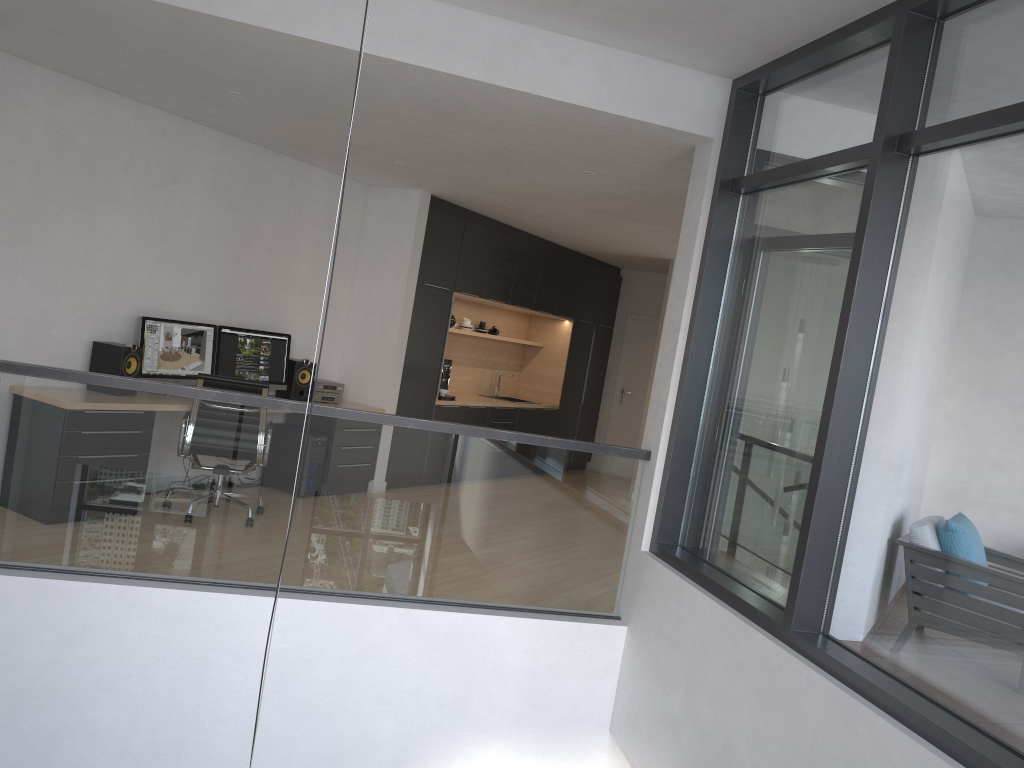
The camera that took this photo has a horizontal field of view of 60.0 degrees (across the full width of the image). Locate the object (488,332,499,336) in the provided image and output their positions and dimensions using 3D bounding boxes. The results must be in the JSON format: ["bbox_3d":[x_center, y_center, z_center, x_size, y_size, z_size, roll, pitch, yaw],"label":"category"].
[{"bbox_3d":[-0.215,-0.566,10.035,0.145,0.025,0.145,11,3,32],"label":"object"}]

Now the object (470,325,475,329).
[{"bbox_3d":[-0.477,-0.618,9.694,0.099,0.057,0.095,11,3,27],"label":"object"}]

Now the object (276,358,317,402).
[{"bbox_3d":[-1.807,-0.050,7.442,0.198,0.354,0.249,7,4,-45],"label":"object"}]

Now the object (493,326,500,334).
[{"bbox_3d":[-0.185,-0.613,10.062,0.100,0.093,0.066,12,4,39],"label":"object"}]

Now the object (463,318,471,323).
[{"bbox_3d":[-0.484,-0.666,9.450,0.098,0.075,0.095,12,4,41],"label":"object"}]

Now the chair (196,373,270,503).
[{"bbox_3d":[-2.009,0.418,6.154,0.664,0.991,0.699,9,3,-9],"label":"chair"}]

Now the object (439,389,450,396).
[{"bbox_3d":[-0.678,0.084,8.730,0.099,0.057,0.095,11,3,32],"label":"object"}]

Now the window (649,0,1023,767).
[{"bbox_3d":[1.606,-0.087,2.080,0.170,2.402,5.002,9,3,-15],"label":"window"}]

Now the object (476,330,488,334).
[{"bbox_3d":[-0.335,-0.573,9.776,0.145,0.025,0.145,12,4,43],"label":"object"}]

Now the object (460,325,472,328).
[{"bbox_3d":[-0.493,-0.608,9.452,0.145,0.025,0.145,10,3,16],"label":"object"}]

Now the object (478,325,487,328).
[{"bbox_3d":[-0.339,-0.615,9.920,0.084,0.092,0.066,12,4,36],"label":"object"}]

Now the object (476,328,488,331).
[{"bbox_3d":[-0.331,-0.597,9.775,0.145,0.025,0.145,12,4,43],"label":"object"}]

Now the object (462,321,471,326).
[{"bbox_3d":[-0.490,-0.632,9.455,0.095,0.057,0.099,10,3,2],"label":"object"}]

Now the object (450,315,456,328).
[{"bbox_3d":[-0.676,-0.674,9.187,0.240,0.171,0.213,8,3,-24],"label":"object"}]

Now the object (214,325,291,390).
[{"bbox_3d":[-2.074,-0.165,7.025,0.190,0.535,0.716,12,4,35],"label":"object"}]

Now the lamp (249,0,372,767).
[{"bbox_3d":[-0.463,0.664,1.581,1.000,4.513,1.000,9,3,-13],"label":"lamp"}]

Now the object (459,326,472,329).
[{"bbox_3d":[-0.495,-0.595,9.456,0.145,0.025,0.145,10,3,16],"label":"object"}]

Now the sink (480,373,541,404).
[{"bbox_3d":[-0.010,0.151,10.303,0.512,0.518,0.626,11,3,30],"label":"sink"}]

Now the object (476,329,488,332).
[{"bbox_3d":[-0.330,-0.585,9.777,0.145,0.025,0.145,12,4,43],"label":"object"}]

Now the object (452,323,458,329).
[{"bbox_3d":[-0.627,-0.619,9.404,0.099,0.057,0.095,9,3,-13],"label":"object"}]

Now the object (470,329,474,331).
[{"bbox_3d":[-0.480,-0.593,9.694,0.145,0.025,0.145,12,4,43],"label":"object"}]

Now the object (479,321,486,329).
[{"bbox_3d":[-0.327,-0.639,9.766,0.066,0.092,0.084,9,3,-1],"label":"object"}]

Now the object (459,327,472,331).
[{"bbox_3d":[-0.497,-0.584,9.454,0.145,0.025,0.145,10,3,16],"label":"object"}]

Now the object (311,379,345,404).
[{"bbox_3d":[-1.642,0.058,7.642,0.285,0.174,0.270,7,4,-45],"label":"object"}]

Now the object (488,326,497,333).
[{"bbox_3d":[-0.224,-0.611,10.012,0.066,0.093,0.100,7,4,-45],"label":"object"}]

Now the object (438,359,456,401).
[{"bbox_3d":[-0.742,-0.072,8.971,0.584,0.398,0.618,11,3,30],"label":"object"}]

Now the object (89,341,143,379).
[{"bbox_3d":[-2.654,-0.116,5.944,0.249,0.354,0.198,10,3,15],"label":"object"}]

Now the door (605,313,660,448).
[{"bbox_3d":[1.759,0.203,11.463,0.974,2.136,0.085,11,3,30],"label":"door"}]
